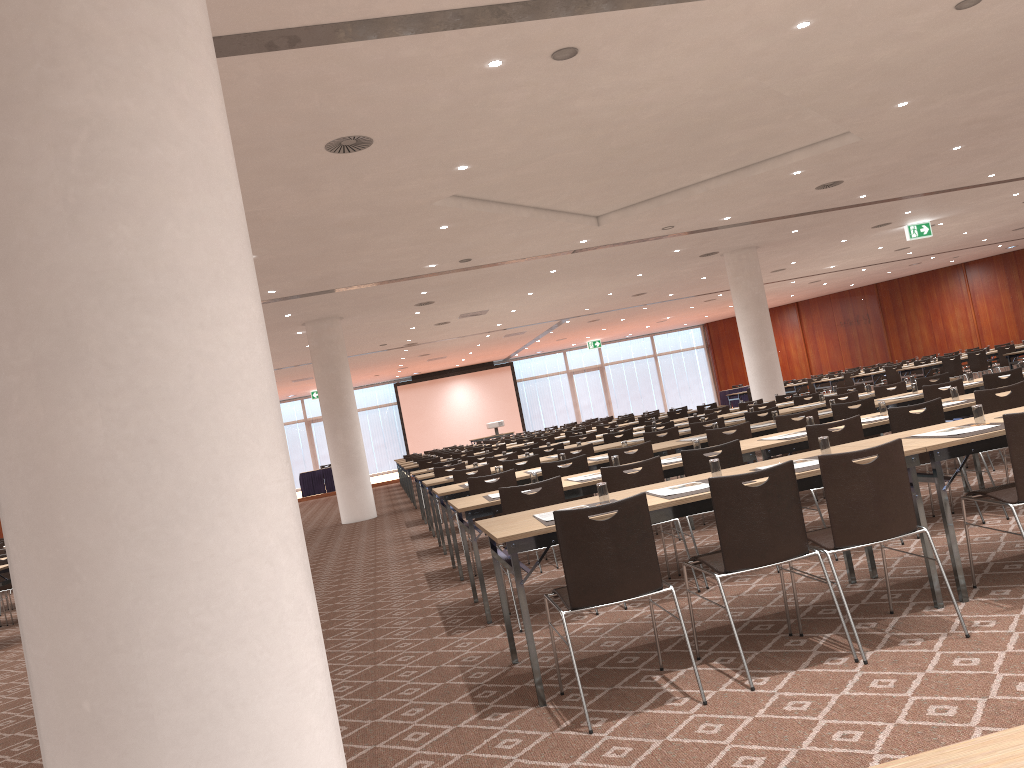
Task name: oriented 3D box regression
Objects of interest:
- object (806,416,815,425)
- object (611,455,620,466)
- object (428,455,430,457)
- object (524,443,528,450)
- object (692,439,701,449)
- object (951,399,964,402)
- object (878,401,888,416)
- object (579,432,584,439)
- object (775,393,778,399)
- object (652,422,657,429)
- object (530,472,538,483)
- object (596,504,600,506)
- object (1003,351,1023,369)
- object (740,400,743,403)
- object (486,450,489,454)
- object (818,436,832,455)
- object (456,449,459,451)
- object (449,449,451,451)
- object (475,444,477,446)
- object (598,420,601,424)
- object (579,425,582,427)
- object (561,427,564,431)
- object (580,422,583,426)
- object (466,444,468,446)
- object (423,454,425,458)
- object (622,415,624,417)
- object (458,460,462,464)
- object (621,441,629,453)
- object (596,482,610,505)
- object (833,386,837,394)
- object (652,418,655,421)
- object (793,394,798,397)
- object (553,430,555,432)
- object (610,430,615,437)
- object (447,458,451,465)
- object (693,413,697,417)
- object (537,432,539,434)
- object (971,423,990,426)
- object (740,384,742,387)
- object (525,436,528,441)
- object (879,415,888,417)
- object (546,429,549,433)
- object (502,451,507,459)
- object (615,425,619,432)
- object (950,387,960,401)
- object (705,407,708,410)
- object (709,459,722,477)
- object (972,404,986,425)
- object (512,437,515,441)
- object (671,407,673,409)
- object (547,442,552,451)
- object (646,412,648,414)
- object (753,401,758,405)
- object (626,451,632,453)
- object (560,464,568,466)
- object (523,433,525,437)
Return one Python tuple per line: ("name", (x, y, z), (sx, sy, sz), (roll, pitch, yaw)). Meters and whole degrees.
("object", (2.379, 0.315, 7.063), (0.054, 0.114, 0.054), (-10, -2, -20))
("object", (0.801, 0.609, 6.819), (0.054, 0.114, 0.054), (-11, -2, 2))
("object", (-1.866, 1.660, 20.036), (0.054, 0.114, 0.054), (-9, -2, -43))
("object", (0.234, 1.044, 14.818), (0.054, 0.114, 0.054), (-12, -2, 24))
("object", (1.443, 0.489, 6.911), (0.054, 0.114, 0.054), (-12, -2, 24))
("object", (3.652, 0.137, 7.277), (0.102, 0.001, 0.102), (-12, -3, 24))
("object", (3.005, 0.200, 7.184), (0.054, 0.114, 0.054), (-10, -2, -20))
("object", (1.171, 0.870, 14.968), (0.054, 0.114, 0.054), (-10, -2, -20))
("object", (4.641, 0.226, 15.540), (0.054, 0.114, 0.054), (-10, -2, -20))
("object", (2.103, 0.614, 13.097), (0.054, 0.114, 0.054), (-12, -2, 24))
("object", (0.170, 0.725, 6.700), (0.054, 0.114, 0.054), (-10, -2, -20))
("object", (0.495, 0.640, 4.724), (0.102, 0.001, 0.102), (-9, -3, -43))
("object", (10.561, -0.387, 16.526), (2.266, 0.832, 0.954), (-11, -2, -9))
("object", (4.005, 0.344, 15.441), (0.054, 0.114, 0.054), (-12, -2, 24))
("object", (-0.399, 1.161, 14.706), (0.054, 0.114, 0.054), (-11, -2, 2))
("object", (1.748, 0.350, 4.952), (0.054, 0.114, 0.054), (-9, -2, -43))
("object", (-1.229, 1.542, 20.129), (0.054, 0.114, 0.054), (-9, -2, -43))
("object", (-1.534, 1.682, 22.116), (0.054, 0.114, 0.054), (-12, -2, 24))
("object", (-0.903, 1.564, 22.210), (0.054, 0.114, 0.054), (-12, -2, 24))
("object", (2.243, 0.980, 22.733), (0.054, 0.114, 0.054), (-12, -2, 24))
("object", (1.598, 1.017, 20.598), (0.054, 0.114, 0.054), (-9, -2, -43))
("object", (1.287, 1.158, 22.573), (0.054, 0.114, 0.054), (-12, -2, 24))
("object", (1.941, 1.119, 24.702), (0.054, 0.114, 0.054), (-12, -2, 24))
("object", (-1.220, 1.706, 24.192), (0.054, 0.114, 0.054), (-12, -2, 24))
("object", (-2.168, 1.799, 21.998), (0.054, 0.114, 0.054), (-9, -2, -43))
("object", (2.859, 0.866, 22.836), (0.054, 0.114, 0.054), (-12, -2, 24))
("object", (-0.736, 1.141, 12.637), (0.054, 0.114, 0.054), (-12, -2, 24))
("object", (1.133, 0.629, 8.888), (0.054, 0.114, 0.054), (-9, -2, -43))
("object", (0.487, 0.584, 4.729), (0.054, 0.114, 0.054), (-9, -2, -43))
("object", (4.944, 0.087, 13.557), (0.054, 0.114, 0.054), (-12, -2, 24))
("object", (2.429, 0.636, 15.167), (0.054, 0.114, 0.054), (-10, -2, -20))
("object", (4.308, 0.205, 13.452), (0.054, 0.114, 0.054), (-9, -2, -43))
("object", (0.974, 1.133, 20.492), (0.054, 0.114, 0.054), (-9, -2, -43))
("object", (1.476, 0.731, 12.998), (0.054, 0.114, 0.054), (-12, -2, 24))
("object", (-1.040, 1.280, 14.595), (0.054, 0.114, 0.054), (-10, -2, -20))
("object", (2.734, 0.497, 13.197), (0.054, 0.114, 0.054), (-12, -2, 24))
("object", (0.659, 1.274, 22.460), (0.054, 0.114, 0.054), (-12, -2, 24))
("object", (2.691, 0.233, 5.097), (0.102, 0.001, 0.102), (-9, -3, -43))
("object", (8.577, 0.061, 33.242), (0.054, 0.114, 0.054), (-11, -2, 2))
("object", (0.331, 1.253, 20.395), (0.054, 0.114, 0.054), (-9, -2, -43))
("object", (3.028, 0.253, 7.175), (0.102, 0.001, 0.102), (-9, -3, -43))
("object", (0.989, 1.295, 24.545), (0.054, 0.114, 0.054), (-12, -2, 24))
("object", (-0.102, 1.024, 12.737), (0.054, 0.114, 0.054), (-11, -2, 2))
("object", (1.791, 0.754, 15.066), (0.054, 0.114, 0.054), (-10, -2, -20))
("object", (3.636, 0.082, 7.284), (0.054, 0.114, 0.054), (-10, -2, -20))
("object", (3.369, 0.462, 15.327), (0.054, 0.114, 0.054), (-11, -2, 2))
("object", (1.115, 0.468, 4.848), (0.054, 0.114, 0.054), (-12, -2, 24))
("object", (2.678, 0.177, 5.088), (0.054, 0.114, 0.054), (-9, -2, -43))
("object", (0.035, 1.390, 22.360), (0.054, 0.114, 0.054), (-12, -2, 24))
("object", (3.793, 0.610, 20.959), (0.054, 0.114, 0.054), (-9, -2, -43))
("object", (0.536, 0.905, 12.831), (0.054, 0.114, 0.054), (-11, -2, 2))
("object", (3.176, 0.724, 20.862), (0.054, 0.114, 0.054), (-12, -2, 24))
("object", (3.673, 0.323, 13.353), (0.054, 0.114, 0.054), (-9, -2, -43))
("object", (1.161, 0.682, 8.886), (0.102, 0.001, 0.102), (-10, -2, -20))
("object", (0.525, 0.800, 8.777), (0.102, 0.001, 0.102), (-10, -2, -20))
("object", (0.351, 1.414, 24.444), (0.054, 0.114, 0.054), (-12, -2, 24))
